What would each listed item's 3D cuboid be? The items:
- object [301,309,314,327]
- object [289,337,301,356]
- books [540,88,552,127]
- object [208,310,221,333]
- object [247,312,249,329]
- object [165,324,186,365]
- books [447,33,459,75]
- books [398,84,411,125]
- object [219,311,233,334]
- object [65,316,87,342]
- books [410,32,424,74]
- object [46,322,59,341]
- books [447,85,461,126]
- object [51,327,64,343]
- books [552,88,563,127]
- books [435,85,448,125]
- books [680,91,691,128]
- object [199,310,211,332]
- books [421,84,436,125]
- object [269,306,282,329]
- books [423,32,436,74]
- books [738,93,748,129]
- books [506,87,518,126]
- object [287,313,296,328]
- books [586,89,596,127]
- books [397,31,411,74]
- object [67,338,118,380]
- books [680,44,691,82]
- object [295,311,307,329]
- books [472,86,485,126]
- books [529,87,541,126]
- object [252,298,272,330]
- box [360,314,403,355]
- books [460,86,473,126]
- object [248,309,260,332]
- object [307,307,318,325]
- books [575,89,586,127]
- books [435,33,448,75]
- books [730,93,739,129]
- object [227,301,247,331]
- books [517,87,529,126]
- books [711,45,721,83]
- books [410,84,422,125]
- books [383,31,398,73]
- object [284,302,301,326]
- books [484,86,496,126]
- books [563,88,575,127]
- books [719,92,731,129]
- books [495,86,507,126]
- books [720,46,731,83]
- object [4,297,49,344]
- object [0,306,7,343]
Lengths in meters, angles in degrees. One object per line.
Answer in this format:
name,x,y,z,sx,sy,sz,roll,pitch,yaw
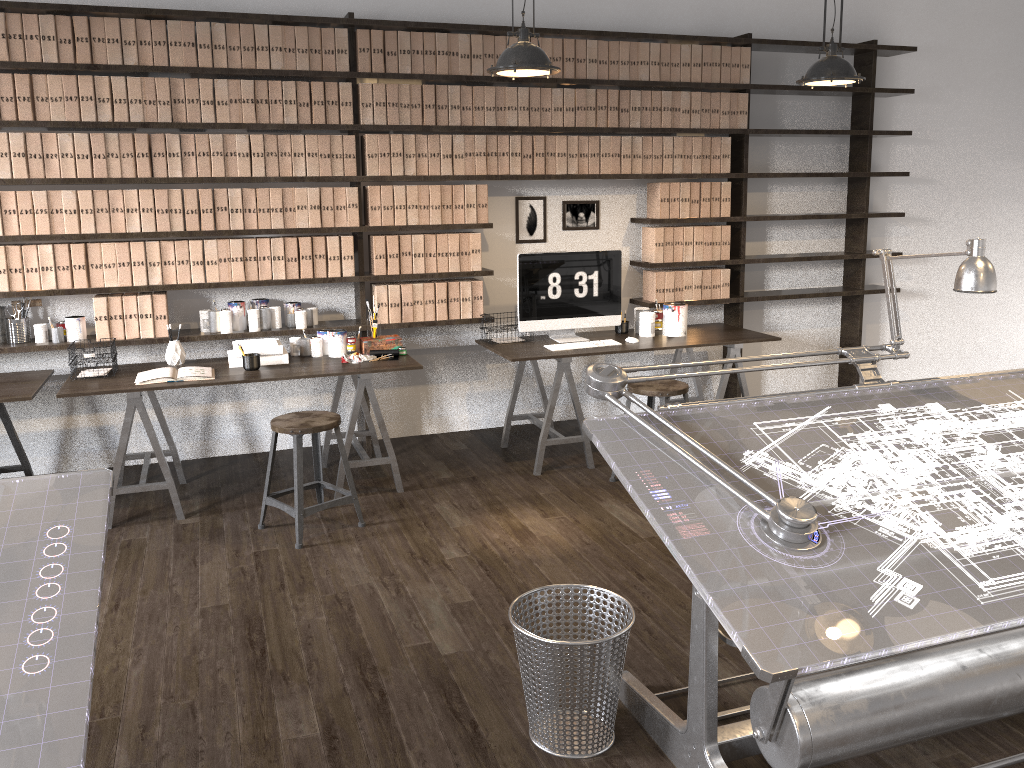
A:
object,-1.139,-0.366,4.928,0.063,0.094,0.063,2,11,13
object,-1.171,-0.204,4.795,0.062,0.093,0.062,3,11,21
books,0.171,-1.617,5.210,0.067,0.224,0.176,-4,11,-19
object,-1.597,-0.334,4.765,0.062,0.117,0.064,3,11,21
object,-1.427,-0.347,4.874,0.054,0.100,0.055,-1,10,-2
object,-1.745,-0.203,4.582,0.101,0.207,0.102,4,11,25
books,-0.351,-1.841,4.984,0.067,0.223,0.176,-4,11,-19
books,-0.618,-1.546,4.936,0.067,0.223,0.176,-4,11,-19
object,-1.531,-0.330,4.742,0.062,0.118,0.062,5,12,30
object,-2.243,-0.282,4.557,0.095,0.127,0.095,-3,11,-12
books,-0.545,-1.824,4.918,0.067,0.224,0.176,-4,11,-19
object,-2.369,-0.271,4.574,0.063,0.092,0.063,6,12,32
books,-0.347,-1.570,5.027,0.067,0.224,0.176,-4,11,-19
object,-2.323,-0.268,4.572,0.062,0.092,0.183,-2,12,-5
books,0.238,-1.622,5.229,0.067,0.224,0.176,-4,11,-19
books,-0.416,-1.565,5.008,0.067,0.224,0.176,-4,11,-19
books,1.034,-1.692,5.501,0.067,0.223,0.176,-4,11,-19
object,-1.657,-0.340,4.795,0.062,0.118,0.062,3,11,21
books,-0.485,-1.557,4.978,0.067,0.224,0.176,-4,11,-19
object,-1.306,-0.367,4.894,0.062,0.118,0.062,8,13,39
books,-0.478,-1.830,4.941,0.067,0.224,0.176,-4,11,-19
books,1.423,-1.726,5.634,0.067,0.223,0.176,-4,11,-19
books,-0.028,-1.598,5.137,0.067,0.223,0.176,-4,11,-19
object,-1.224,-0.354,4.925,0.054,0.080,0.054,-6,12,-28
books,0.434,-1.639,5.297,0.067,0.223,0.176,-4,11,-19
books,-0.611,-1.818,4.892,0.067,0.224,0.176,-4,11,-19
object,-2.054,-0.124,4.350,0.204,0.159,0.286,-5,12,-19
books,1.028,-1.963,5.454,0.067,0.224,0.176,-4,11,-19
object,-1.159,-0.352,4.865,0.062,0.095,0.062,2,11,13
books,-0.215,-1.582,5.076,0.067,0.224,0.176,-4,11,-19
books,0.106,-1.611,5.185,0.067,0.224,0.176,-4,11,-19
object,-1.385,-0.383,4.898,0.094,0.160,0.207,-4,12,-17
box,-0.714,-0.273,4.818,0.212,0.205,0.138,-5,11,-19
books,-0.282,-1.576,5.053,0.067,0.224,0.176,-4,11,-19
object,-1.395,-0.343,4.792,0.062,0.118,0.062,8,13,39
object,-1.126,-0.381,4.996,0.062,0.095,0.062,2,11,13
books,0.376,-1.633,5.272,0.067,0.224,0.176,-4,11,-19
books,-0.413,-1.835,4.958,0.067,0.224,0.176,-4,11,-19
books,1.363,-1.721,5.615,0.067,0.223,0.176,-4,11,-19
object,-1.503,-0.370,4.846,0.095,0.160,0.094,-5,11,-23
books,0.041,-1.604,5.159,0.067,0.224,0.176,-4,11,-19
books,1.224,-1.980,5.522,0.067,0.223,0.176,-4,11,-19
books,-0.557,-1.552,4.960,0.067,0.223,0.176,-4,11,-19
books,-0.679,-1.813,4.873,0.067,0.224,0.176,-4,11,-19
object,-1.238,-0.395,5.005,0.094,0.128,0.095,-7,12,-31
books,-0.149,-1.587,5.093,0.067,0.224,0.176,-4,11,-19
books,0.308,-1.627,5.249,0.067,0.224,0.176,-4,11,-19
books,1.302,-1.715,5.590,0.067,0.224,0.176,-4,11,-19
books,-0.088,-1.593,5.118,0.067,0.223,0.176,-4,11,-19
books,1.294,-1.987,5.547,0.067,0.224,0.176,-4,11,-19
object,-2.477,-0.345,4.505,0.182,0.269,0.157,-8,13,-34
object,-2.636,-0.302,4.540,0.079,0.186,0.079,-9,13,-39
